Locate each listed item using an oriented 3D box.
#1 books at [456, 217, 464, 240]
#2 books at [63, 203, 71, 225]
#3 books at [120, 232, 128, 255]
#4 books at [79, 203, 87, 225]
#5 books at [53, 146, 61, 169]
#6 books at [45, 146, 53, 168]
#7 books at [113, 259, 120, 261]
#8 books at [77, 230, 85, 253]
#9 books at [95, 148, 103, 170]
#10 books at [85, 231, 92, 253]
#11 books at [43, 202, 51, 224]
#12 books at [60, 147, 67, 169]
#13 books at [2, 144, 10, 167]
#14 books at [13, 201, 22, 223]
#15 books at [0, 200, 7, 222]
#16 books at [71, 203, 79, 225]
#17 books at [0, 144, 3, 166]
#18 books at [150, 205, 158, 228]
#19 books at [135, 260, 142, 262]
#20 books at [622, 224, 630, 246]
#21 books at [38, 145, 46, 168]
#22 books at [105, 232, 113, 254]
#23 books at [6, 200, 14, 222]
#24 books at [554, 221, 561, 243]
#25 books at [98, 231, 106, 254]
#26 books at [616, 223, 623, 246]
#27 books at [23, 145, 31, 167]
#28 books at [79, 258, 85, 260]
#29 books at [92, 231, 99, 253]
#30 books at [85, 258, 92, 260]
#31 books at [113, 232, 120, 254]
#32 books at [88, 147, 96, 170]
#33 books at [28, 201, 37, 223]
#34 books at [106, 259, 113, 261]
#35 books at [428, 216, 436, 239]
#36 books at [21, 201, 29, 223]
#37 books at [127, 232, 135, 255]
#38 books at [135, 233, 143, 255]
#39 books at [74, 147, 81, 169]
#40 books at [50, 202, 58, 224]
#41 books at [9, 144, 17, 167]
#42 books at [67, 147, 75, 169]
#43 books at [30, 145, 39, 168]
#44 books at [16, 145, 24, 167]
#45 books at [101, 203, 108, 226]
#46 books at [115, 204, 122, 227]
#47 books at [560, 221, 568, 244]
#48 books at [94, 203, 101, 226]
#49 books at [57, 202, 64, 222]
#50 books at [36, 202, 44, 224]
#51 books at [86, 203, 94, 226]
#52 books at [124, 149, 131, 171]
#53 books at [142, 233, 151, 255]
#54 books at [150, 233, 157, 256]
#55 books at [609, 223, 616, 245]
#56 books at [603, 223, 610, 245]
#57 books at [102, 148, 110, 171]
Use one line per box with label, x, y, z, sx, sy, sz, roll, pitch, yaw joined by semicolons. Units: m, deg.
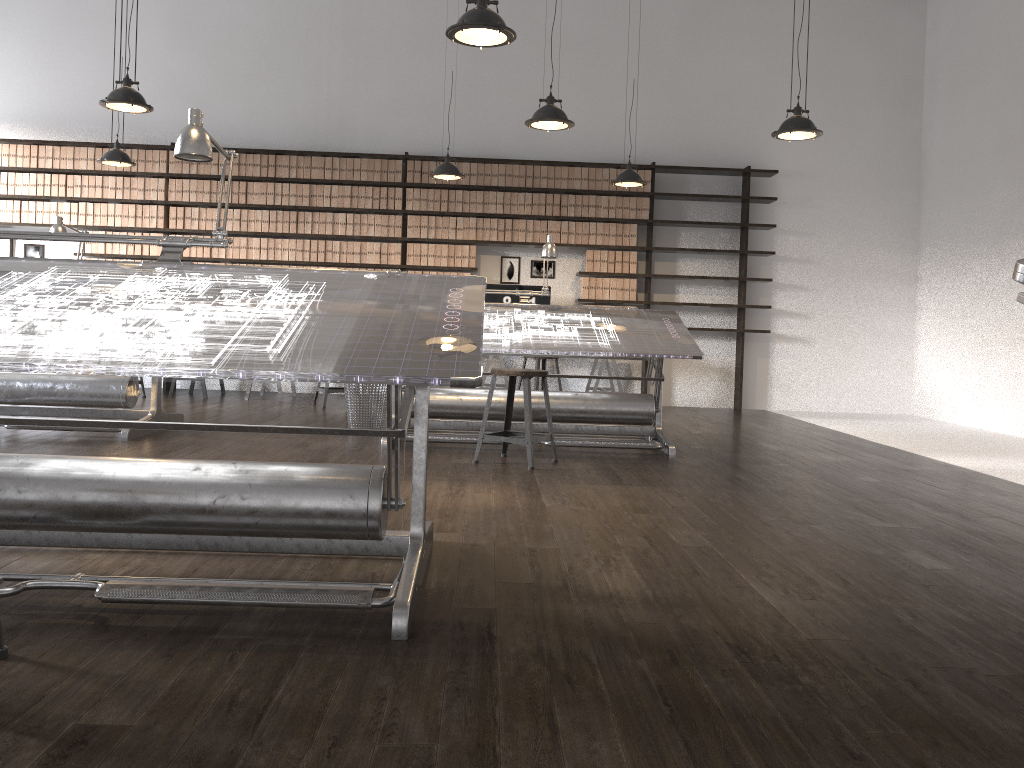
books;-0.521;-1.558;8.931;0.067;0.225;0.175;2;2;-2
books;-4.395;-1.683;8.825;0.067;0.225;0.175;2;2;-2
books;-3.846;-1.394;8.841;0.067;0.225;0.174;2;2;-2
books;-4.244;-1.685;8.825;0.067;0.225;0.175;2;2;-2
books;-4.494;-2.238;8.819;0.067;0.225;0.174;2;2;-2
books;-4.565;-2.241;8.813;0.067;0.225;0.174;2;2;-2
books;-3.917;-1.126;8.847;0.067;0.225;0.174;2;2;-2
books;-4.256;-1.408;8.829;0.067;0.225;0.175;2;2;-2
books;-4.084;-2.225;8.830;0.067;0.225;0.175;2;2;-2
books;-4.184;-1.405;8.833;0.067;0.225;0.175;2;2;-2
books;-4.592;-1.690;8.822;0.067;0.225;0.175;2;2;-2
books;-4.423;-2.236;8.821;0.067;0.225;0.175;2;2;-2
books;-4.986;-2.255;8.799;0.067;0.225;0.175;2;2;-2
books;-4.879;-1.699;8.809;0.067;0.225;0.175;2;2;-2
books;-5.019;-1.704;8.809;0.067;0.225;0.175;2;2;-2
books;-4.322;-1.680;8.825;0.067;0.225;0.175;2;2;-2
books;-5.058;-2.257;8.801;0.067;0.225;0.174;2;2;-2
books;-3.551;-1.661;8.847;0.067;0.225;0.174;2;2;-2
books;-3.703;-1.118;8.846;0.067;0.225;0.175;2;2;-2
books;1.147;-1.502;8.980;0.067;0.225;0.174;2;2;-2
books;-4.636;-2.243;8.816;0.067;0.225;0.175;2;2;-2
books;-3.987;-1.399;8.842;0.067;0.225;0.175;2;2;-2
books;-4.953;-1.702;8.813;0.067;0.225;0.175;2;2;-2
books;0.453;-1.525;8.955;0.067;0.225;0.175;2;2;-2
books;-4.054;-1.401;8.834;0.067;0.225;0.175;2;2;-2
books;1.076;-1.505;8.978;0.067;0.225;0.175;2;2;-2
books;-4.785;-2.248;8.812;0.067;0.225;0.175;2;2;-2
books;-4.259;-1.137;8.831;0.067;0.225;0.175;2;2;-2
books;-4.121;-1.404;8.837;0.067;0.225;0.175;2;2;-2
books;-4.192;-1.135;8.838;0.067;0.225;0.175;2;2;-2
books;-3.916;-1.397;8.844;0.067;0.225;0.174;2;2;-2
books;-4.154;-2.227;8.824;0.067;0.225;0.175;2;2;-2
books;-4.733;-1.694;8.814;0.067;0.225;0.174;2;2;-2
books;-3.987;-1.128;8.844;0.067;0.225;0.175;2;2;-2
books;-0.803;-1.568;8.924;0.067;0.225;0.174;2;2;-2
books;-4.804;-1.697;8.817;0.067;0.225;0.175;2;2;-2
books;-3.775;-1.392;8.848;0.067;0.225;0.175;2;2;-2
books;-3.700;-1.389;8.845;0.067;0.225;0.175;2;2;-2
books;-4.289;-2.232;8.824;0.067;0.225;0.175;2;2;-2
books;-4.524;-1.687;8.818;0.067;0.225;0.175;2;2;-2
books;-4.913;-2.252;8.801;0.067;0.225;0.175;2;2;-2
books;-4.356;-2.233;8.817;0.067;0.225;0.175;2;2;-2
books;-4.711;-2.246;8.808;0.067;0.225;0.175;2;2;-2
books;-4.850;-2.250;8.807;0.067;0.225;0.175;2;2;-2
books;-4.032;-1.678;8.837;0.067;0.225;0.175;2;2;-2
books;-3.889;-1.673;8.839;0.067;0.225;0.175;2;2;-2
books;0.525;-1.523;8.957;0.067;0.225;0.175;2;2;-2
books;-4.102;-1.680;8.837;0.067;0.225;0.174;2;2;-2
books;-4.457;-1.685;8.825;0.067;0.225;0.175;2;2;-2
books;-4.662;-1.692;8.820;0.067;0.225;0.174;2;2;-2
books;-4.171;-1.682;8.831;0.067;0.225;0.174;2;2;-2
books;-3.800;-2.215;8.832;0.067;0.225;0.175;2;2;-2
books;-3.626;-1.387;8.852;0.067;0.225;0.175;2;2;-2
books;-3.550;-1.384;8.852;0.067;0.225;0.175;2;2;-2
books;1.009;-1.507;8.971;0.067;0.225;0.175;2;2;-2
books;0.942;-1.509;8.973;0.067;0.225;0.175;2;2;-2
books;-4.014;-2.222;8.833;0.067;0.225;0.174;2;2;-2
